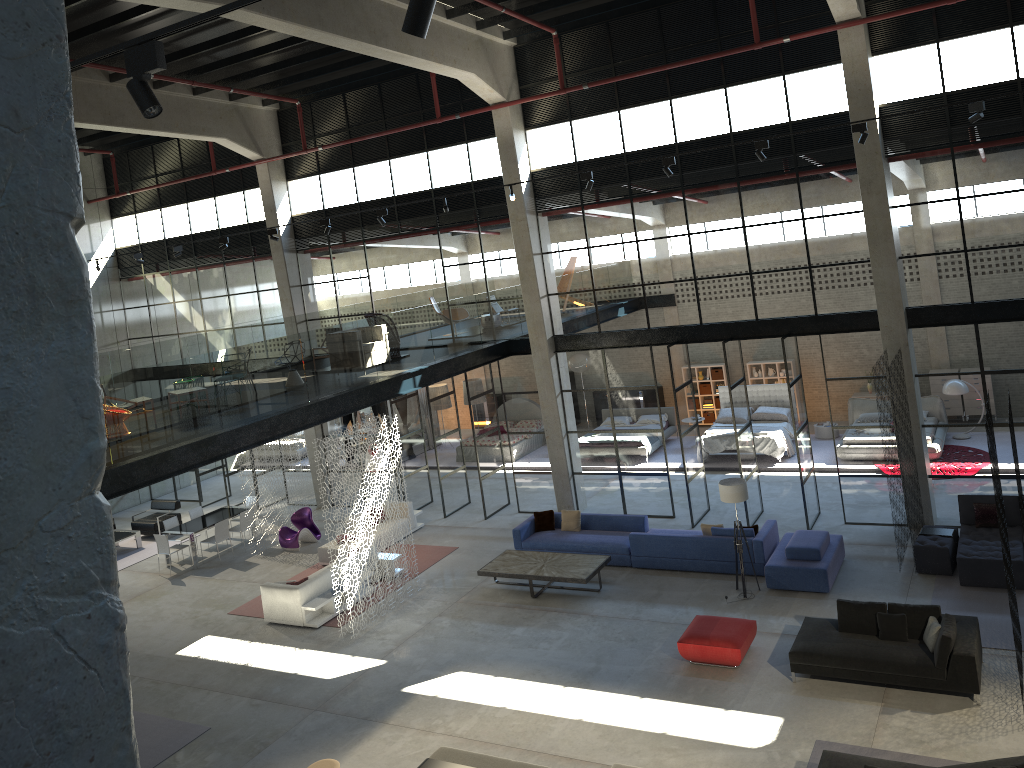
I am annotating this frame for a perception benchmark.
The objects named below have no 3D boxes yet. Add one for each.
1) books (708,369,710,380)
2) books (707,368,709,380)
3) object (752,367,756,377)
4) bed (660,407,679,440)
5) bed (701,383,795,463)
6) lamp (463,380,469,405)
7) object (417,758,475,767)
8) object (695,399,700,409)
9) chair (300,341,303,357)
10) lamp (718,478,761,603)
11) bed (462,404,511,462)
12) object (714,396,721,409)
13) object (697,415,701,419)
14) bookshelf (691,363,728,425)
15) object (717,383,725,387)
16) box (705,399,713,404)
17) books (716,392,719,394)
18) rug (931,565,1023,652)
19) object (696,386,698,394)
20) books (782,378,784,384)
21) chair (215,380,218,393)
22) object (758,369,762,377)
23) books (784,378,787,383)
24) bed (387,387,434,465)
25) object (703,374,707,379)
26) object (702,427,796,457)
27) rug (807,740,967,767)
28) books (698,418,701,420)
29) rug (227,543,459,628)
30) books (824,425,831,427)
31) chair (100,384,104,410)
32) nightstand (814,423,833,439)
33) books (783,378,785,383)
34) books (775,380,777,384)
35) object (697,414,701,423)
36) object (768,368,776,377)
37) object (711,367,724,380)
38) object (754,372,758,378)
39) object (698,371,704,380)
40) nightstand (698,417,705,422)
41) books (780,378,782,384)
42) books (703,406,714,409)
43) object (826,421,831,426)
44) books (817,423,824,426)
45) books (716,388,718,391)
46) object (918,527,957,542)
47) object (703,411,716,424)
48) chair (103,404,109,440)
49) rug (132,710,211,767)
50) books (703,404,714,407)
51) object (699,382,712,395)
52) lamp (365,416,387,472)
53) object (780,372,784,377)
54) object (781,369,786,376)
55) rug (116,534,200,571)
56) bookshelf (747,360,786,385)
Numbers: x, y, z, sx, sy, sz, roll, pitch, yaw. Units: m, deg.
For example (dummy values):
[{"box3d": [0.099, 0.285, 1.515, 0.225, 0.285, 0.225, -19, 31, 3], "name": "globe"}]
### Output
[{"box3d": [5.614, -0.299, 24.899, 0.086, 0.319, 0.256, -7, 4, 30], "name": "books"}, {"box3d": [5.585, -0.298, 24.916, 0.086, 0.319, 0.256, -7, 4, 30], "name": "books"}, {"box3d": [6.710, -0.333, 24.288, 0.095, 0.262, 0.094, -8, 2, -9], "name": "object"}, {"box3d": [2.974, 1.321, 23.184, 2.241, 0.865, 2.435, -3, 9, 30], "name": "bed"}, {"box3d": [5.730, 0.949, 21.395, 2.204, 1.412, 2.353, -4, 7, 29], "name": "bed"}, {"box3d": [-1.023, 0.819, 26.585, 0.807, 1.919, 0.680, -9, 2, -18], "name": "lamp"}, {"box3d": [-0.453, 4.160, 9.032, 1.463, 0.086, 0.544, -3, 10, 30], "name": "object"}, {"box3d": [5.255, 0.550, 25.142, 0.321, 0.296, 0.329, -5, 6, 30], "name": "object"}, {"box3d": [-4.124, -0.370, 16.344, 0.565, 0.799, 0.609, -8, 4, -3], "name": "chair"}, {"box3d": [3.485, 2.401, 13.523, 0.426, 1.739, 0.676, -7, 2, 28], "name": "lamp"}, {"box3d": [-0.262, 1.275, 25.043, 2.016, 1.275, 2.378, -4, 8, 30], "name": "bed"}, {"box3d": [5.934, 0.512, 24.751, 0.321, 0.296, 0.329, -5, 6, 30], "name": "object"}, {"box3d": [4.787, 0.839, 22.600, 0.168, 0.090, 0.169, -9, 7, -8], "name": "object"}, {"box3d": [5.572, 0.331, 24.957, 1.231, 1.753, 0.333, -6, 2, 30], "name": "bookshelf"}, {"box3d": [5.904, 0.047, 24.755, 0.258, 0.133, 0.059, -4, 4, 30], "name": "object"}, {"box3d": [5.613, 0.504, 24.993, 0.212, 0.108, 0.133, -4, 7, 30], "name": "box"}, {"box3d": [5.915, 0.214, 24.759, 0.254, 0.071, 0.217, -3, 9, 30], "name": "books"}, {"box3d": [7.566, 3.007, 11.644, 3.604, 0.020, 2.691, -3, 10, 30], "name": "rug"}, {"box3d": [5.313, 0.166, 25.109, 0.082, 0.228, 0.080, -9, 2, -29], "name": "object"}, {"box3d": [7.411, 0.010, 23.872, 0.058, 0.333, 0.256, -7, 3, 30], "name": "books"}, {"box3d": [-4.881, -0.093, 15.216, 0.484, 0.805, 0.502, -8, 3, 5], "name": "chair"}, {"box3d": [6.831, -0.297, 24.163, 0.101, 0.203, 0.099, -9, 3, -32], "name": "object"}, {"box3d": [7.473, 0.003, 23.837, 0.055, 0.340, 0.256, -8, 3, 30], "name": "books"}, {"box3d": [-3.741, 1.108, 26.649, 2.232, 2.072, 2.348, -5, 6, 30], "name": "bed"}, {"box3d": [5.492, -0.208, 25.017, 0.185, 0.131, 0.186, -9, 6, -6], "name": "object"}, {"box3d": [5.550, 1.381, 20.976, 2.265, 0.656, 0.662, -3, 7, 33], "name": "object"}, {"box3d": [4.255, 4.100, 7.578, 3.604, 0.020, 2.691, -3, 10, 30], "name": "rug"}, {"box3d": [4.756, 0.876, 22.609, 0.228, 0.042, 0.304, -7, 9, 4], "name": "books"}, {"box3d": [-3.089, 3.707, 16.682, 2.630, 0.020, 3.689, -3, 10, 30], "name": "rug"}, {"box3d": [7.853, 1.003, 21.664, 0.226, 0.046, 0.305, -2, 11, 36], "name": "books"}, {"box3d": [-6.150, 0.314, 13.852, 0.791, 0.768, 0.627, -11, 5, -35], "name": "chair"}, {"box3d": [7.798, 1.160, 21.746, 0.575, 0.298, 0.487, -4, 7, 27], "name": "nightstand"}, {"box3d": [7.455, 0.005, 23.868, 0.064, 0.333, 0.256, -7, 3, 30], "name": "books"}, {"box3d": [7.199, 0.057, 23.940, 0.088, 0.275, 0.189, -7, 3, 30], "name": "books"}, {"box3d": [5.320, 0.988, 25.119, 0.140, 0.235, 0.139, -9, 3, -23], "name": "object"}, {"box3d": [7.096, -0.329, 23.979, 0.166, 0.250, 0.166, -9, 3, -15], "name": "object"}, {"box3d": [5.831, -0.293, 24.739, 0.321, 0.296, 0.329, -5, 6, 30], "name": "object"}, {"box3d": [6.720, -0.258, 24.154, 0.109, 0.156, 0.111, -5, 4, 41], "name": "object"}, {"box3d": [5.361, -0.232, 24.912, 0.153, 0.247, 0.156, -7, 3, 22], "name": "object"}, {"box3d": [4.710, 1.260, 22.582, 0.601, 0.698, 0.606, -8, 4, 2], "name": "nightstand"}, {"box3d": [7.372, 0.013, 23.895, 0.068, 0.334, 0.256, -7, 3, 30], "name": "books"}, {"box3d": [5.623, 0.644, 24.976, 0.307, 0.055, 0.234, -3, 10, 30], "name": "books"}, {"box3d": [7.820, 0.973, 21.687, 0.167, 0.090, 0.171, -1, 10, 43], "name": "object"}, {"box3d": [7.667, 1.014, 21.830, 0.133, 0.021, 0.196, -3, 10, 30], "name": "books"}, {"box3d": [5.904, 0.136, 24.758, 0.254, 0.047, 0.217, -3, 10, 30], "name": "books"}, {"box3d": [6.704, 2.372, 13.830, 0.514, 0.099, 0.305, -2, 10, 35], "name": "object"}, {"box3d": [5.651, 0.940, 24.951, 0.321, 0.296, 0.329, -5, 6, 30], "name": "object"}, {"box3d": [-5.922, 0.386, 12.917, 0.570, 0.794, 0.593, -8, 3, -4], "name": "chair"}, {"box3d": [-6.051, 5.031, 10.821, 2.630, 0.020, 3.689, -3, 10, 30], "name": "rug"}, {"box3d": [5.615, 0.589, 24.976, 0.280, 0.055, 0.234, -3, 10, 30], "name": "books"}, {"box3d": [5.543, 0.123, 24.940, 0.321, 0.296, 0.329, -5, 6, 30], "name": "object"}, {"box3d": [-2.766, 1.141, 17.410, 0.436, 1.098, 0.445, -7, 2, 39], "name": "lamp"}, {"box3d": [7.318, -0.265, 23.799, 0.115, 0.112, 0.117, -5, 6, 33], "name": "object"}, {"box3d": [7.422, -0.322, 23.894, 0.174, 0.169, 0.176, -8, 5, -2], "name": "object"}, {"box3d": [-9.353, 4.028, 20.227, 2.394, 0.025, 3.446, -3, 10, 30], "name": "rug"}, {"box3d": [7.196, 0.246, 24.032, 1.231, 1.753, 0.333, -6, 2, 30], "name": "bookshelf"}]
